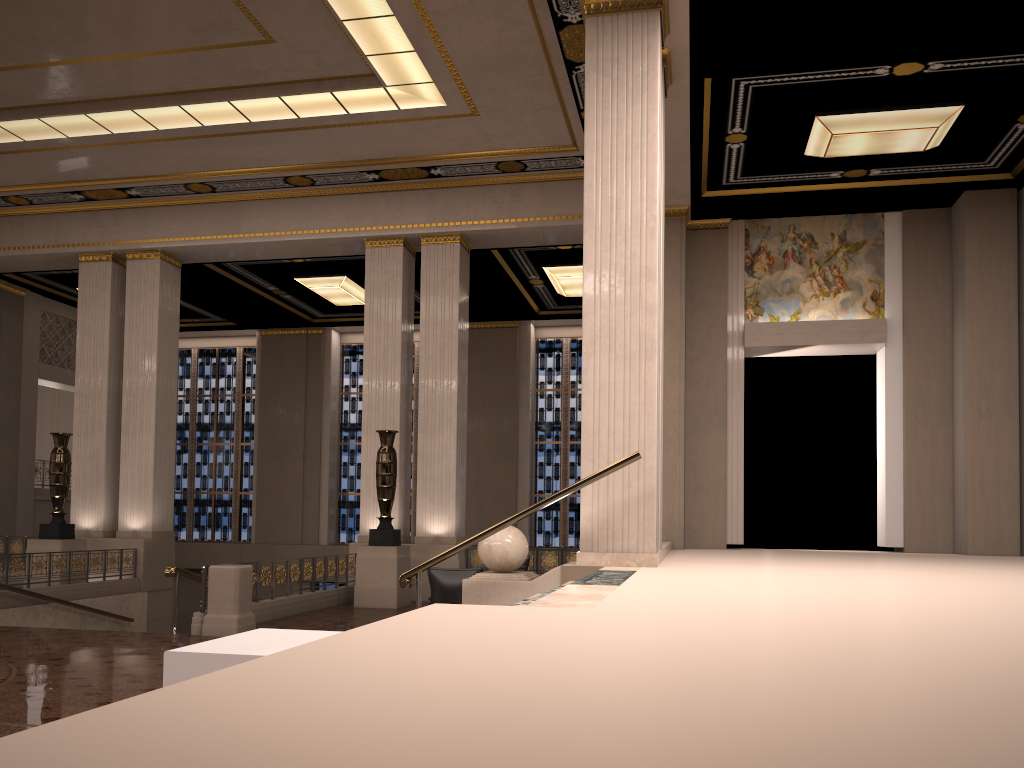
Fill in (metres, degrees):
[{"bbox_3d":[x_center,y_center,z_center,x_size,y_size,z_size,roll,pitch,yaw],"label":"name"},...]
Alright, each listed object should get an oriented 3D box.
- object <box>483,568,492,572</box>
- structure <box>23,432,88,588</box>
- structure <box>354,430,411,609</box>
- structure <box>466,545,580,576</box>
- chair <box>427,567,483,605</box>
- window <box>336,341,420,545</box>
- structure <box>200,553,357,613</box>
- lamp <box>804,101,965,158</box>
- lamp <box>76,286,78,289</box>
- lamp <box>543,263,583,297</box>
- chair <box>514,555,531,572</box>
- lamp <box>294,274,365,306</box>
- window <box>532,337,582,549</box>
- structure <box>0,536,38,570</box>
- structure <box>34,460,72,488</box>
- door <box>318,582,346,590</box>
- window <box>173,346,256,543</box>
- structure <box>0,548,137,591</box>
[{"bbox_3d":[-0.187,2.613,12.010,0.504,0.374,0.527,-6,-9,44],"label":"object"},{"bbox_3d":[-7.837,2.242,15.227,0.700,2.774,0.704,0,-3,12],"label":"structure"},{"bbox_3d":[-2.029,2.137,14.036,0.700,2.774,0.704,0,-3,12],"label":"structure"},{"bbox_3d":[0.451,3.074,14.915,2.535,0.651,0.032,-1,-3,12],"label":"structure"},{"bbox_3d":[-0.605,2.550,10.313,0.647,0.839,0.723,0,-5,12],"label":"chair"},{"bbox_3d":[-3.155,1.564,23.165,2.987,5.332,0.070,0,-2,12],"label":"window"},{"bbox_3d":[-3.156,2.787,12.701,0.079,0.532,4.987,0,-9,11],"label":"structure"},{"bbox_3d":[4.736,-3.206,11.363,1.716,0.213,1.180,-1,-9,12],"label":"lamp"},{"bbox_3d":[-9.008,-1.953,20.628,1.167,0.213,2.037,-1,-9,11],"label":"lamp"},{"bbox_3d":[1.386,-2.140,18.497,1.167,0.213,2.037,-1,-9,11],"label":"lamp"},{"bbox_3d":[-0.065,3.087,13.709,0.647,0.839,0.723,0,-5,7],"label":"chair"},{"bbox_3d":[-3.855,-2.046,19.572,1.167,0.213,2.037,-1,-9,11],"label":"lamp"},{"bbox_3d":[2.016,1.471,22.105,2.987,5.332,0.070,0,-2,12],"label":"window"},{"bbox_3d":[-9.780,3.258,17.013,2.535,0.651,0.032,-1,-3,12],"label":"structure"},{"bbox_3d":[-10.755,2.182,20.923,0.031,0.662,2.177,0,-8,12],"label":"structure"},{"bbox_3d":[-4.398,6.438,22.724,1.491,2.710,0.156,0,-3,12],"label":"door"},{"bbox_3d":[-8.154,1.654,24.191,2.987,5.332,0.070,0,-2,12],"label":"window"},{"bbox_3d":[-7.302,2.862,13.552,0.079,0.532,4.986,0,-9,12],"label":"structure"}]
